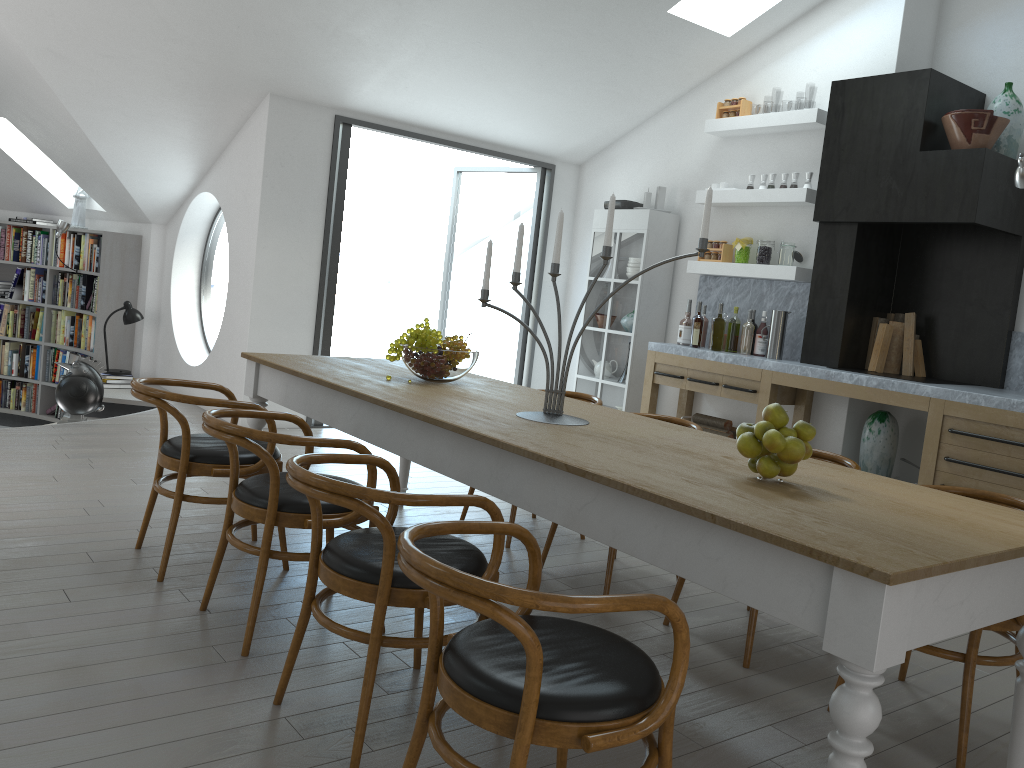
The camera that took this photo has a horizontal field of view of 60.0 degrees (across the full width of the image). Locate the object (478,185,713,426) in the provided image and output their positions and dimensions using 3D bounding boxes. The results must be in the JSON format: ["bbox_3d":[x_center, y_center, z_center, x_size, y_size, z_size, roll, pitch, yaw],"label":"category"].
[{"bbox_3d":[0.258,-0.294,3.118,0.776,0.873,0.266,9,5,26],"label":"object"}]

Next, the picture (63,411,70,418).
[{"bbox_3d":[-4.075,0.345,8.242,0.490,0.554,0.107,11,6,42],"label":"picture"}]

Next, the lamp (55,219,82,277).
[{"bbox_3d":[-4.189,-1.285,8.414,0.112,0.524,0.275,10,6,43],"label":"lamp"}]

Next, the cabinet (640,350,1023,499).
[{"bbox_3d":[3.278,0.741,4.562,1.003,1.019,6.449,2,7,-38],"label":"cabinet"}]

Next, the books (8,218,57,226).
[{"bbox_3d":[-4.832,-1.631,8.971,0.336,0.036,0.317,8,6,15],"label":"books"}]

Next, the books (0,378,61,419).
[{"bbox_3d":[-4.911,0.120,8.976,1.498,0.310,0.360,8,6,14],"label":"books"}]

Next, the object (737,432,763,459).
[{"bbox_3d":[0.651,0.168,2.426,0.070,0.072,0.071,8,5,17],"label":"object"}]

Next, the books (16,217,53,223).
[{"bbox_3d":[-4.829,-1.659,8.969,0.248,0.027,0.233,9,7,25],"label":"books"}]

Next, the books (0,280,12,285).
[{"bbox_3d":[-5.239,-1.038,9.042,0.286,0.031,0.269,10,7,32],"label":"books"}]

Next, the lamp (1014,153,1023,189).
[{"bbox_3d":[2.754,-1.142,4.778,0.164,0.178,0.116,5,5,-19],"label":"lamp"}]

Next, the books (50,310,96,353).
[{"bbox_3d":[-4.146,-0.513,8.657,1.023,0.347,0.275,11,7,37],"label":"books"}]

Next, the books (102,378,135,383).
[{"bbox_3d":[-3.544,-0.045,7.918,0.305,0.034,0.286,12,8,42],"label":"books"}]

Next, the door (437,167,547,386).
[{"bbox_3d":[-0.254,-0.869,8.405,1.054,2.341,0.080,10,6,37],"label":"door"}]

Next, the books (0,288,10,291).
[{"bbox_3d":[-5.246,-0.976,9.047,0.286,0.031,0.270,8,6,12],"label":"books"}]

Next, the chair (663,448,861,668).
[{"bbox_3d":[1.008,0.630,3.470,0.621,0.733,0.529,3,6,-35],"label":"chair"}]

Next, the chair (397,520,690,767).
[{"bbox_3d":[0.030,0.691,1.870,0.621,0.733,0.529,3,6,-35],"label":"chair"}]

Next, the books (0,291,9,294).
[{"bbox_3d":[-5.249,-0.945,9.049,0.285,0.031,0.270,6,6,-3],"label":"books"}]

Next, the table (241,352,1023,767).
[{"bbox_3d":[0.057,0.505,3.307,1.018,0.797,3.359,2,7,-38],"label":"table"}]

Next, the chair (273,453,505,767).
[{"bbox_3d":[-0.351,0.583,2.482,0.621,0.733,0.529,2,7,-43],"label":"chair"}]

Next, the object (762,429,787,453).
[{"bbox_3d":[0.698,0.152,2.356,0.062,0.063,0.063,8,5,14],"label":"object"}]

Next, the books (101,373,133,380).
[{"bbox_3d":[-3.540,-0.077,7.916,0.269,0.031,0.287,3,7,-28],"label":"books"}]

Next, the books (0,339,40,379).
[{"bbox_3d":[-5.143,-0.281,9.030,0.872,0.350,0.272,7,5,4],"label":"books"}]

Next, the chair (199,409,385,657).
[{"bbox_3d":[-0.777,0.474,3.065,0.621,0.733,0.529,2,6,-38],"label":"chair"}]

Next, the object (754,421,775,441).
[{"bbox_3d":[0.686,0.128,2.409,0.058,0.057,0.053,4,6,-23],"label":"object"}]

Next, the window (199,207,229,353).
[{"bbox_3d":[-2.403,-0.884,7.660,0.104,1.467,1.475,3,6,-38],"label":"window"}]

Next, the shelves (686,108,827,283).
[{"bbox_3d":[3.389,-0.924,4.931,0.479,1.358,5.566,2,7,-43],"label":"shelves"}]

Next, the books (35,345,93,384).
[{"bbox_3d":[-4.252,-0.146,8.714,1.186,0.358,0.304,10,6,33],"label":"books"}]

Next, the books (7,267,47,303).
[{"bbox_3d":[-4.778,-1.004,8.964,0.553,0.350,0.256,7,5,9],"label":"books"}]

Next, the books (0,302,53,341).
[{"bbox_3d":[-5.017,-0.647,8.984,0.974,0.351,0.252,7,5,5],"label":"books"}]

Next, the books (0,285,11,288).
[{"bbox_3d":[-5.242,-1.007,9.044,0.227,0.036,0.214,8,6,12],"label":"books"}]

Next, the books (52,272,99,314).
[{"bbox_3d":[-4.113,-0.894,8.626,1.055,0.357,0.279,11,7,38],"label":"books"}]

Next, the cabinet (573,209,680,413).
[{"bbox_3d":[0.920,-0.439,7.424,0.360,1.985,0.644,3,6,-38],"label":"cabinet"}]

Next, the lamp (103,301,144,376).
[{"bbox_3d":[-3.470,-0.415,7.906,0.322,0.659,0.234,4,5,-22],"label":"lamp"}]

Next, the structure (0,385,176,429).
[{"bbox_3d":[-5.190,0.286,6.919,4.711,0.691,4.719,7,6,7],"label":"structure"}]

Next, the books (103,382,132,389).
[{"bbox_3d":[-3.548,-0.009,7.921,0.365,0.042,0.389,2,8,-38],"label":"books"}]

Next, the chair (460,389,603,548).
[{"bbox_3d":[0.133,0.410,4.615,0.621,0.733,0.529,2,6,-38],"label":"chair"}]

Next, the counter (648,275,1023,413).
[{"bbox_3d":[3.431,-0.058,4.455,0.961,0.618,6.596,2,7,-38],"label":"counter"}]

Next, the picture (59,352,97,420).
[{"bbox_3d":[-4.130,0.161,8.398,0.580,0.861,0.090,11,6,42],"label":"picture"}]

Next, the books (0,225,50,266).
[{"bbox_3d":[-4.997,-1.417,8.944,0.969,0.367,0.306,7,5,6],"label":"books"}]

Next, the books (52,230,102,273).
[{"bbox_3d":[-4.078,-1.276,8.604,1.016,0.361,0.293,10,6,34],"label":"books"}]

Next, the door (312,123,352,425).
[{"bbox_3d":[-1.710,-0.915,7.310,0.080,2.341,1.054,3,6,-38],"label":"door"}]

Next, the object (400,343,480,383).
[{"bbox_3d":[-0.330,-0.087,3.943,0.361,0.159,0.360,10,7,32],"label":"object"}]

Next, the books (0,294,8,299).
[{"bbox_3d":[-5.253,-0.913,9.051,0.388,0.042,0.366,7,6,2],"label":"books"}]

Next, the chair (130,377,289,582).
[{"bbox_3d":[-1.247,0.363,3.613,0.621,0.733,0.529,3,6,-34],"label":"chair"}]

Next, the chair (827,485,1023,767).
[{"bbox_3d":[1.436,0.739,2.894,0.621,0.733,0.529,2,7,-41],"label":"chair"}]

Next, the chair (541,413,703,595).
[{"bbox_3d":[0.522,0.518,4.007,0.621,0.733,0.529,2,7,-41],"label":"chair"}]

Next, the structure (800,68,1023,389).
[{"bbox_3d":[2.604,-0.989,5.733,0.780,1.880,1.079,3,6,-38],"label":"structure"}]
